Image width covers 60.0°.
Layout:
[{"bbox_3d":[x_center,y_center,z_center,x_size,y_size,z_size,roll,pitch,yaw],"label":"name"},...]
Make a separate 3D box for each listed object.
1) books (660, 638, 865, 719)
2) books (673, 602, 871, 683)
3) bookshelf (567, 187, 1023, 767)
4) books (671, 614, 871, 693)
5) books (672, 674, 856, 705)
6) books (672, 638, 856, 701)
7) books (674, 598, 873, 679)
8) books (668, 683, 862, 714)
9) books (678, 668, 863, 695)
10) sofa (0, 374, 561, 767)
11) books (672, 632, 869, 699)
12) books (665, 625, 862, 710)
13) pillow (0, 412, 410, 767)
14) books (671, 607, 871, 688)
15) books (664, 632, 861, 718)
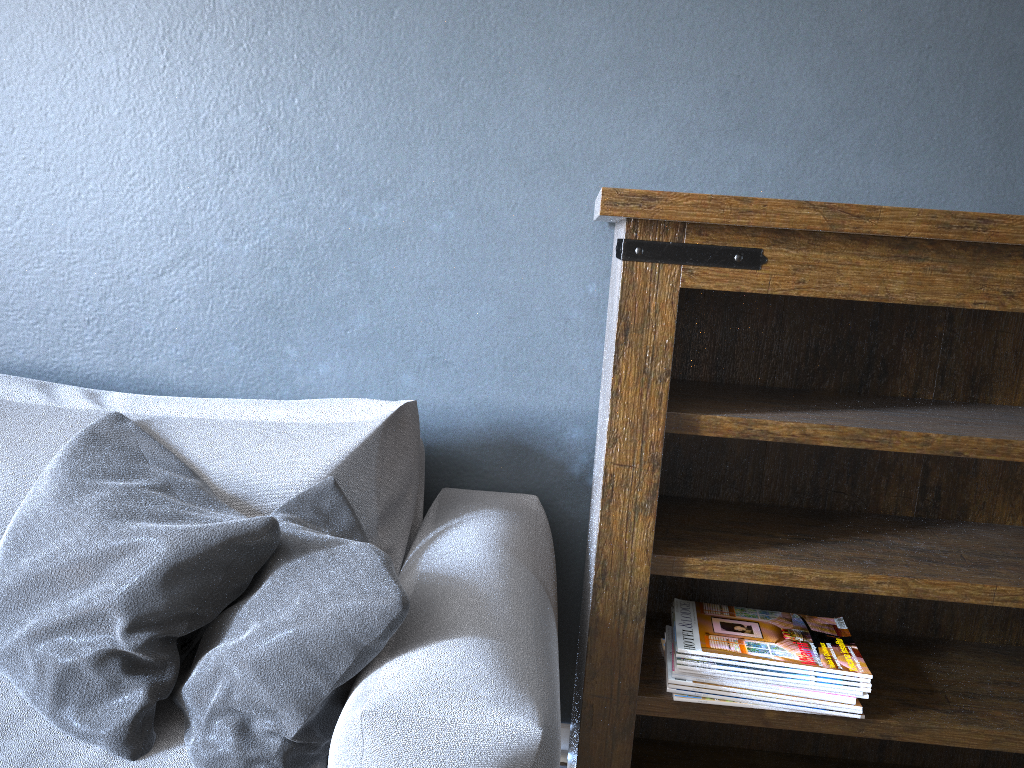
[{"bbox_3d":[0.421,0.505,1.537,0.304,0.008,0.218,5,10,3],"label":"books"},{"bbox_3d":[0.434,0.440,1.531,0.304,0.008,0.218,5,10,8],"label":"books"},{"bbox_3d":[1.055,0.342,1.506,1.918,1.175,0.449,5,10,3],"label":"bookshelf"},{"bbox_3d":[0.432,0.456,1.527,0.304,0.008,0.218,5,10,7],"label":"books"},{"bbox_3d":[0.423,0.477,1.536,0.288,0.008,0.218,6,10,9],"label":"books"},{"bbox_3d":[0.423,0.471,1.536,0.288,0.008,0.218,6,10,9],"label":"books"},{"bbox_3d":[0.436,0.432,1.528,0.304,0.013,0.218,5,10,8],"label":"books"},{"bbox_3d":[0.422,0.491,1.534,0.304,0.008,0.218,5,10,8],"label":"books"},{"bbox_3d":[0.429,0.462,1.531,0.288,0.008,0.218,5,10,7],"label":"books"},{"bbox_3d":[-1.093,0.394,1.425,2.340,0.800,0.967,5,10,3],"label":"sofa"},{"bbox_3d":[0.432,0.467,1.535,0.304,0.006,0.218,5,10,8],"label":"books"},{"bbox_3d":[0.421,0.483,1.532,0.304,0.013,0.218,5,10,8],"label":"books"},{"bbox_3d":[-0.465,0.277,1.304,0.797,0.363,0.441,8,11,21],"label":"pillow"},{"bbox_3d":[0.433,0.448,1.528,0.304,0.008,0.218,5,10,7],"label":"books"},{"bbox_3d":[0.420,0.498,1.535,0.304,0.007,0.218,5,10,8],"label":"books"}]
